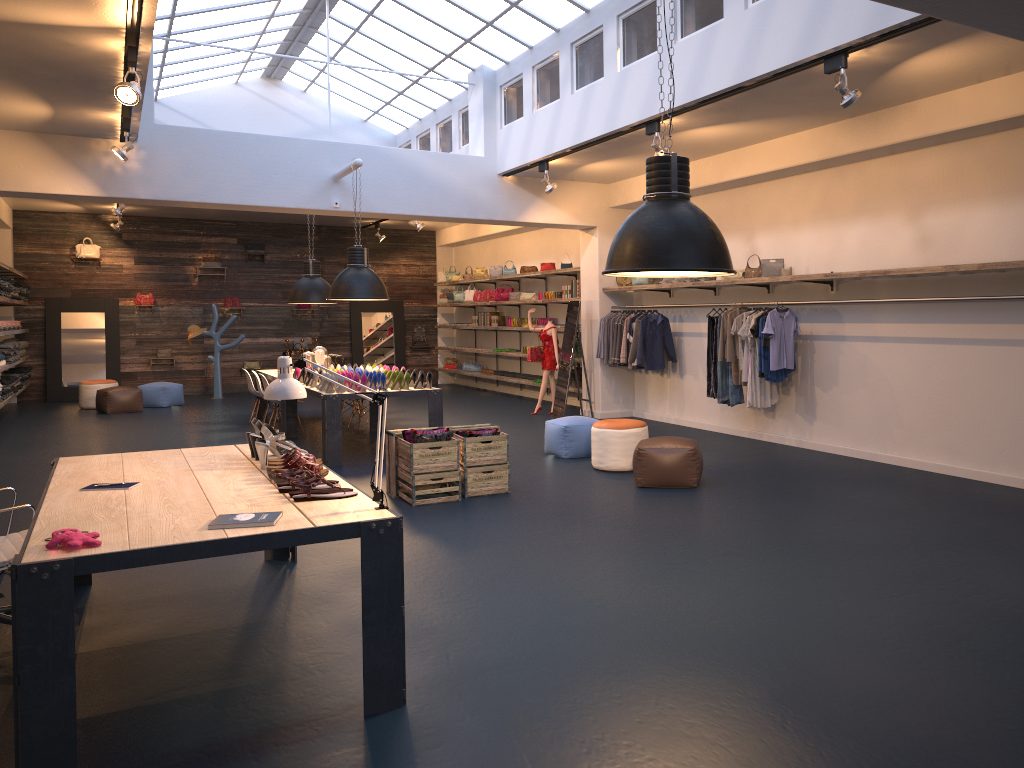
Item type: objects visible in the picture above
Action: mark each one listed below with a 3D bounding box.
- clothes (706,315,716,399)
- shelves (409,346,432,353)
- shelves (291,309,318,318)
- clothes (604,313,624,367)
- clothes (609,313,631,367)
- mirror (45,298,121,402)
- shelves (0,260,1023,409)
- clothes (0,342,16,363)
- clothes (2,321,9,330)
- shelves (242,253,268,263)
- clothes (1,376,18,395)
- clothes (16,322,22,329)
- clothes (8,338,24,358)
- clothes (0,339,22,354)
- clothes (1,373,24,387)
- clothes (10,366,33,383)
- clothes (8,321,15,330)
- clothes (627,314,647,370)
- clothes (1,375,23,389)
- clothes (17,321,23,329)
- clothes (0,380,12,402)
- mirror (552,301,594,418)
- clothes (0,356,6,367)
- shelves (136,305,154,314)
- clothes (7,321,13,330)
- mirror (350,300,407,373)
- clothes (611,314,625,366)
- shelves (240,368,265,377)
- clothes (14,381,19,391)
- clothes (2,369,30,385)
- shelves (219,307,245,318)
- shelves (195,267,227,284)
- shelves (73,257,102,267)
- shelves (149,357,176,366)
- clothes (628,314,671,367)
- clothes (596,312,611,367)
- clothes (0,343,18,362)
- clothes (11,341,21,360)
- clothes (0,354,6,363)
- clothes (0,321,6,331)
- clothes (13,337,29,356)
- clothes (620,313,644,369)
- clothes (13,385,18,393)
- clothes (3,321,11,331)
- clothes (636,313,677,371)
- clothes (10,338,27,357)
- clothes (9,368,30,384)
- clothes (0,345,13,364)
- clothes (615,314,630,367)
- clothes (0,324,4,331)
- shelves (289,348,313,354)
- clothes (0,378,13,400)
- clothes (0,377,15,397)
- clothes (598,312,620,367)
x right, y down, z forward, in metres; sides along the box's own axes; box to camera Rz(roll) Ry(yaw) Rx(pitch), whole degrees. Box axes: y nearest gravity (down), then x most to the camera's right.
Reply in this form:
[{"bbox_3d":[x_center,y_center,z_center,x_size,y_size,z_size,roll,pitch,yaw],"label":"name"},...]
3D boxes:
[{"bbox_3d":[2.515,-0.336,10.840,0.247,1.047,0.137,-1,1,-29],"label":"clothes"},{"bbox_3d":[-2.068,-0.774,19.682,0.485,0.157,0.228,-2,4,-29],"label":"shelves"},{"bbox_3d":[-4.394,-1.495,18.373,0.532,0.184,0.187,-2,3,-29],"label":"shelves"},{"bbox_3d":[1.605,-0.662,12.849,0.570,0.800,0.175,-1,1,-33],"label":"clothes"},{"bbox_3d":[1.668,-0.651,12.712,0.570,0.800,0.175,-1,1,-33],"label":"clothes"},{"bbox_3d":[-8.029,-0.653,16.282,1.243,1.916,0.248,-1,1,-29],"label":"mirror"},{"bbox_3d":[-2.043,-0.491,10.687,9.277,2.224,15.665,-2,5,-26],"label":"shelves"},{"bbox_3d":[-7.631,-0.461,12.953,0.420,0.317,0.331,-3,4,-40],"label":"clothes"},{"bbox_3d":[-7.807,-0.867,13.067,0.362,0.159,0.310,-1,4,-7],"label":"clothes"},{"bbox_3d":[-5.278,-2.592,17.845,0.485,0.178,0.228,-2,4,-29],"label":"shelves"},{"bbox_3d":[-7.553,0.030,12.846,0.374,0.299,0.289,-1,3,-21],"label":"clothes"},{"bbox_3d":[-8.671,-1.006,14.935,0.362,0.159,0.310,-1,4,-7],"label":"clothes"},{"bbox_3d":[-8.407,-0.598,14.562,0.357,0.341,0.370,-1,3,-20],"label":"clothes"},{"bbox_3d":[-8.234,-0.570,14.188,0.357,0.341,0.370,-1,3,-20],"label":"clothes"},{"bbox_3d":[-8.280,-0.053,14.260,0.447,0.251,0.322,-2,4,-30],"label":"clothes"},{"bbox_3d":[-8.696,-0.153,15.311,0.391,0.298,0.604,-2,4,-24],"label":"clothes"},{"bbox_3d":[-8.199,-0.941,13.974,0.344,0.154,0.326,-3,4,-32],"label":"clothes"},{"bbox_3d":[1.863,-0.600,12.296,0.606,0.794,0.115,-1,1,-28],"label":"clothes"},{"bbox_3d":[-8.126,-0.028,13.923,0.438,0.251,0.329,-1,3,-18],"label":"clothes"},{"bbox_3d":[-8.780,-1.034,15.231,0.344,0.154,0.326,-3,4,-32],"label":"clothes"},{"bbox_3d":[-7.158,0.091,12.020,0.396,0.299,0.305,-2,3,-25],"label":"clothes"},{"bbox_3d":[0.905,-0.373,13.098,0.561,1.764,0.468,-1,1,-28],"label":"mirror"},{"bbox_3d":[-7.240,-0.338,11.869,0.441,0.240,0.413,-1,3,-12],"label":"clothes"},{"bbox_3d":[-7.099,-1.443,16.805,0.327,0.157,0.228,-2,4,-28],"label":"shelves"},{"bbox_3d":[-8.090,-0.913,13.679,0.362,0.159,0.310,-1,4,-7],"label":"clothes"},{"bbox_3d":[-2.946,-0.892,19.183,1.243,1.916,0.248,-1,1,-29],"label":"mirror"},{"bbox_3d":[1.718,-0.634,12.578,0.704,0.753,0.119,-1,1,-28],"label":"clothes"},{"bbox_3d":[-5.323,-0.234,17.819,0.485,0.157,0.228,-2,4,-29],"label":"shelves"},{"bbox_3d":[-7.961,-0.002,13.571,0.447,0.251,0.322,-2,4,-30],"label":"clothes"},{"bbox_3d":[-8.361,-0.102,14.623,0.396,0.299,0.305,-2,3,-25],"label":"clothes"},{"bbox_3d":[-5.672,-1.447,17.619,0.485,0.210,0.228,-2,3,-29],"label":"shelves"},{"bbox_3d":[-6.029,-2.180,17.415,0.600,0.316,0.227,-2,3,-29],"label":"shelves"},{"bbox_3d":[-7.972,-2.287,16.310,0.485,0.157,0.228,-2,4,-29],"label":"shelves"},{"bbox_3d":[-6.827,-0.437,16.963,0.485,0.143,0.228,-2,4,-29],"label":"shelves"},{"bbox_3d":[1.933,-0.607,12.156,0.757,0.735,0.160,-2,1,-31],"label":"clothes"},{"bbox_3d":[1.490,-0.665,13.005,0.582,0.814,0.113,-1,1,-30],"label":"clothes"},{"bbox_3d":[-7.783,-0.480,13.307,0.403,0.302,0.324,-3,4,-39],"label":"clothes"},{"bbox_3d":[-7.941,-0.510,13.623,0.420,0.317,0.331,-3,4,-40],"label":"clothes"},{"bbox_3d":[-7.397,-0.364,12.210,0.455,0.240,0.398,-2,4,-28],"label":"clothes"},{"bbox_3d":[-7.627,-0.850,12.737,0.344,0.154,0.326,-3,4,-32],"label":"clothes"},{"bbox_3d":[-8.753,-0.654,15.311,0.357,0.341,0.370,-1,3,-20],"label":"clothes"},{"bbox_3d":[1.823,-0.616,12.390,0.726,0.796,0.162,-2,1,-30],"label":"clothes"},{"bbox_3d":[-7.807,0.023,13.234,0.438,0.251,0.329,-1,3,-18],"label":"clothes"},{"bbox_3d":[-7.917,-0.896,13.363,0.344,0.154,0.326,-3,4,-32],"label":"clothes"},{"bbox_3d":[1.995,-0.587,12.021,0.726,0.796,0.162,-2,1,-30],"label":"clothes"},{"bbox_3d":[-8.580,-0.626,14.936,0.357,0.341,0.370,-1,3,-20],"label":"clothes"},{"bbox_3d":[-8.499,-0.122,14.894,0.395,0.299,0.296,-3,3,-38],"label":"clothes"},{"bbox_3d":[-7.474,-0.430,12.638,0.403,0.302,0.324,-3,4,-39],"label":"clothes"},{"bbox_3d":[1.756,-0.628,12.495,0.704,0.753,0.119,-1,1,-28],"label":"clothes"},{"bbox_3d":[-7.518,-0.821,12.441,0.362,0.159,0.310,-1,4,-7],"label":"clothes"},{"bbox_3d":[-4.456,-0.656,18.316,0.485,0.183,0.228,-2,4,-29],"label":"shelves"},{"bbox_3d":[-7.296,0.071,12.291,0.395,0.299,0.296,-3,3,-38],"label":"clothes"},{"bbox_3d":[-7.424,0.050,12.568,0.378,0.299,0.284,-2,3,-27],"label":"clothes"},{"bbox_3d":[1.517,-0.661,12.948,0.582,0.814,0.113,-1,1,-30],"label":"clothes"}]
